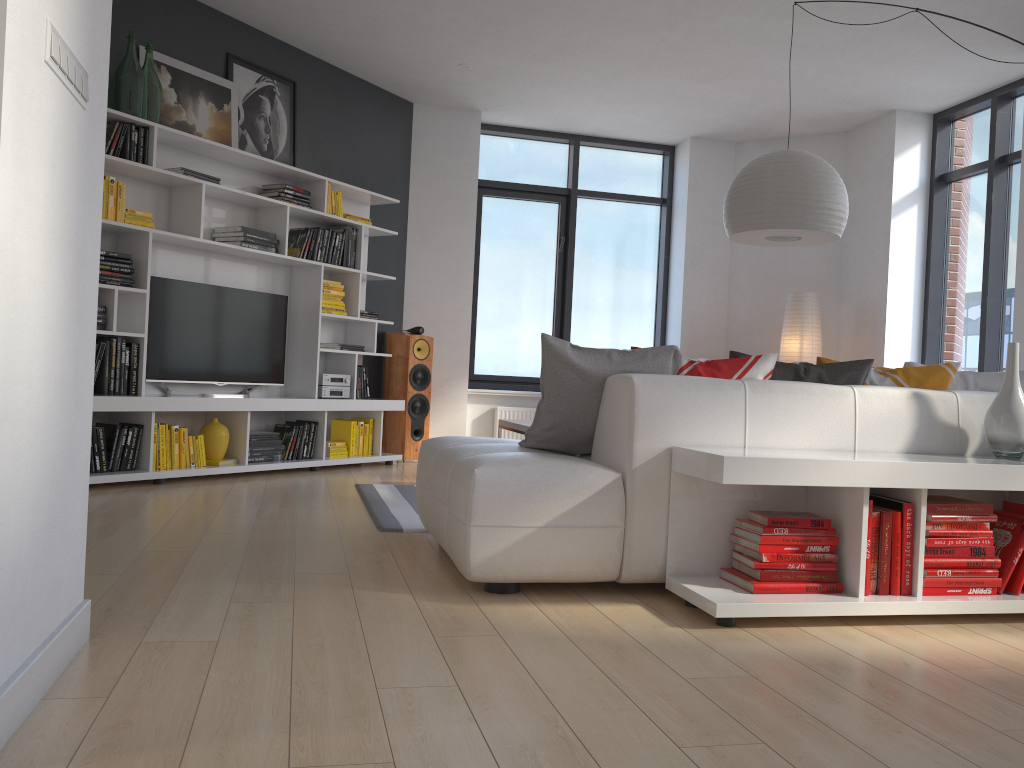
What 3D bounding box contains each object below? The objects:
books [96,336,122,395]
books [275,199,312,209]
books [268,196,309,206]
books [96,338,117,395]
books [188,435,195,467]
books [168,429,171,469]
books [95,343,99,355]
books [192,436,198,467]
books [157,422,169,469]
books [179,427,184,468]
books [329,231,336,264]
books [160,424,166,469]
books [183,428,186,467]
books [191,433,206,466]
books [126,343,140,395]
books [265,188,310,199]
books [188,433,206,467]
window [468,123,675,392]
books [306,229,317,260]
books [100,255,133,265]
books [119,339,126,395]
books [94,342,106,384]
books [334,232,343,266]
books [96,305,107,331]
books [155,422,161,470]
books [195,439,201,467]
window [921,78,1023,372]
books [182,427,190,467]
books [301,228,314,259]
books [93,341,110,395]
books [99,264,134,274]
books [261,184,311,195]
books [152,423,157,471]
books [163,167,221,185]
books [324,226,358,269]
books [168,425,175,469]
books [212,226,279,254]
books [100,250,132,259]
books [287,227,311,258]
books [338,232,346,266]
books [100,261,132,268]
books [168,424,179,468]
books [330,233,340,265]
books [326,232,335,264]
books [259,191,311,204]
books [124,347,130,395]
[{"bbox_3d":[-2.296,-0.105,5.008,0.237,0.326,0.026,3,0,32],"label":"books"},{"bbox_3d":[-1.557,-1.228,6.114,0.214,0.030,0.284,3,0,35],"label":"books"},{"bbox_3d":[-1.559,-1.253,6.115,0.189,0.020,0.264,3,0,30],"label":"books"},{"bbox_3d":[-2.311,-0.100,4.978,0.237,0.314,0.034,3,0,32],"label":"books"},{"bbox_3d":[-1.967,0.400,5.325,0.138,0.188,0.056,3,0,32],"label":"books"},{"bbox_3d":[-2.052,0.377,5.183,0.156,0.230,0.042,3,0,30],"label":"books"},{"bbox_3d":[-2.399,-0.089,4.857,0.232,0.284,0.142,3,0,31],"label":"books"},{"bbox_3d":[-1.950,0.401,5.339,0.134,0.187,0.046,3,0,31],"label":"books"},{"bbox_3d":[-2.076,0.356,5.176,0.202,0.267,0.038,3,0,32],"label":"books"},{"bbox_3d":[-2.007,0.372,5.247,0.169,0.240,0.043,3,0,30],"label":"books"},{"bbox_3d":[-1.369,-0.979,6.408,0.192,0.254,0.075,3,0,31],"label":"books"},{"bbox_3d":[-2.093,0.359,5.151,0.198,0.258,0.066,3,0,32],"label":"books"},{"bbox_3d":[-2.011,0.373,5.277,0.171,0.235,0.043,3,0,30],"label":"books"},{"bbox_3d":[-1.924,0.398,5.403,0.149,0.193,0.046,3,0,32],"label":"books"},{"bbox_3d":[-2.239,-0.088,5.093,0.230,0.297,0.051,3,0,32],"label":"books"},{"bbox_3d":[-1.547,-1.306,6.116,0.180,0.026,0.246,3,0,34],"label":"books"},{"bbox_3d":[-1.929,0.399,5.378,0.148,0.193,0.067,3,0,32],"label":"books"},{"bbox_3d":[0.527,-1.113,8.296,1.960,2.402,0.170,3,0,-13],"label":"window"},{"bbox_3d":[-1.465,-0.973,6.232,0.169,0.233,0.081,3,0,31],"label":"books"},{"bbox_3d":[-2.310,-0.694,4.961,0.214,0.030,0.284,3,0,40],"label":"books"},{"bbox_3d":[-2.281,-0.098,5.034,0.239,0.315,0.034,3,0,32],"label":"books"},{"bbox_3d":[-2.356,-0.090,4.892,0.210,0.289,0.100,3,0,31],"label":"books"},{"bbox_3d":[-1.334,-0.976,6.462,0.191,0.249,0.084,3,0,32],"label":"books"},{"bbox_3d":[-2.427,-0.369,4.802,0.277,0.137,0.343,3,0,32],"label":"books"},{"bbox_3d":[-2.106,0.352,5.117,0.213,0.271,0.048,3,0,32],"label":"books"},{"bbox_3d":[-1.930,0.412,5.349,0.113,0.169,0.049,3,0,30],"label":"books"},{"bbox_3d":[3.567,-0.961,6.530,0.170,2.402,1.310,3,0,-13],"label":"window"},{"bbox_3d":[-2.003,0.374,5.309,0.172,0.235,0.056,3,0,31],"label":"books"},{"bbox_3d":[-1.493,-0.974,6.212,0.187,0.234,0.096,3,0,32],"label":"books"},{"bbox_3d":[-2.323,-0.092,4.949,0.213,0.301,0.028,3,0,32],"label":"books"},{"bbox_3d":[-2.295,-0.642,4.946,0.214,0.030,0.284,3,0,40],"label":"books"},{"bbox_3d":[-1.557,-1.333,6.120,0.209,0.030,0.266,3,0,25],"label":"books"},{"bbox_3d":[-2.109,0.352,5.073,0.204,0.270,0.029,3,0,32],"label":"books"},{"bbox_3d":[-1.981,-1.256,5.413,0.250,0.047,0.310,3,0,27],"label":"books"},{"bbox_3d":[-1.289,-1.004,6.589,0.259,0.321,0.128,3,0,32],"label":"books"},{"bbox_3d":[-2.044,0.364,5.203,0.180,0.252,0.041,3,0,32],"label":"books"},{"bbox_3d":[-1.753,-0.939,5.847,0.277,0.137,0.343,3,0,27],"label":"books"},{"bbox_3d":[-2.285,-0.721,4.947,0.180,0.026,0.246,3,0,39],"label":"books"},{"bbox_3d":[-1.506,-0.976,6.181,0.182,0.234,0.104,3,0,32],"label":"books"},{"bbox_3d":[-1.317,-0.980,6.492,0.197,0.260,0.066,3,0,32],"label":"books"},{"bbox_3d":[-2.297,-0.668,4.946,0.189,0.020,0.264,3,0,35],"label":"books"},{"bbox_3d":[-2.040,0.364,5.230,0.185,0.252,0.055,3,0,30],"label":"books"},{"bbox_3d":[-1.344,-0.973,6.424,0.179,0.243,0.071,3,0,31],"label":"books"},{"bbox_3d":[-1.359,-0.971,6.375,0.172,0.242,0.069,3,0,32],"label":"books"},{"bbox_3d":[-1.573,-1.279,6.128,0.214,0.030,0.284,3,0,35],"label":"books"},{"bbox_3d":[-2.259,-0.078,5.059,0.200,0.272,0.028,3,0,32],"label":"books"}]
